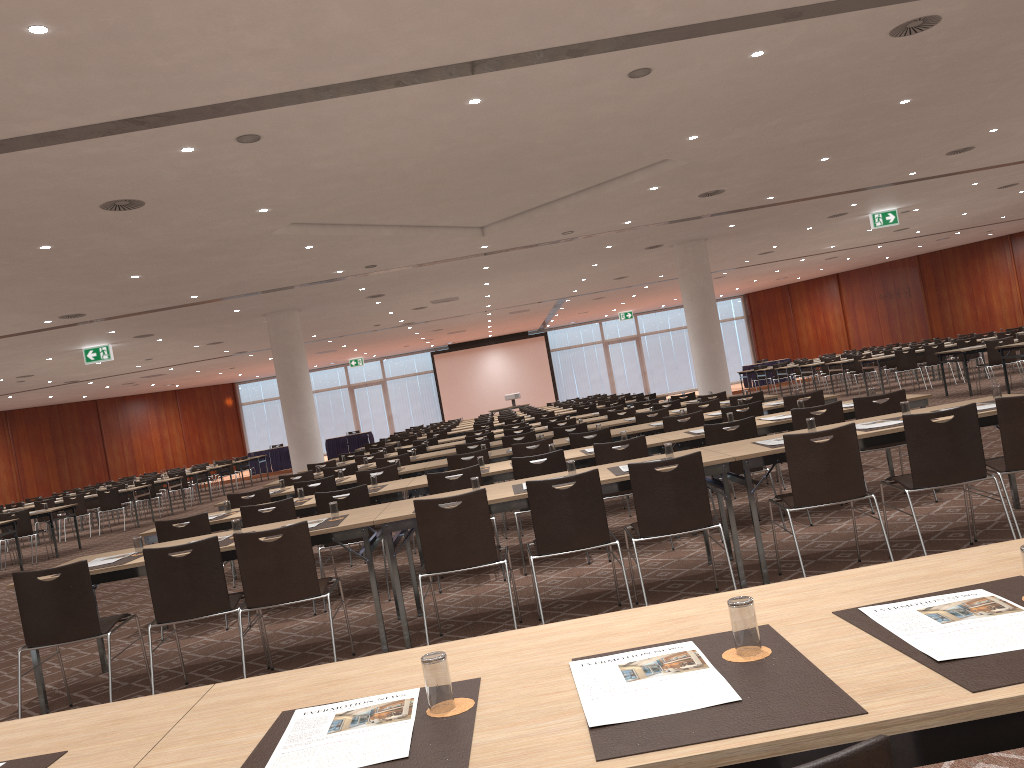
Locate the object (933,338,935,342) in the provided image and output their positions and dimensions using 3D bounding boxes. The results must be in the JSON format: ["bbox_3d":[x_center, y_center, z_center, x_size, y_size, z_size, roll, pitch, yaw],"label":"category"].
[{"bbox_3d":[11.258,-1.157,23.632,0.054,0.114,0.054,-10,0,-35],"label":"object"}]

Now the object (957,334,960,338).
[{"bbox_3d":[11.915,-1.271,23.651,0.054,0.114,0.054,-10,0,-35],"label":"object"}]

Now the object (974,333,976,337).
[{"bbox_3d":[11.311,-1.185,21.648,0.054,0.114,0.054,-10,0,33],"label":"object"}]

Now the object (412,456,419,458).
[{"bbox_3d":[-1.284,0.977,11.880,0.102,0.001,0.102,-10,-1,-12],"label":"object"}]

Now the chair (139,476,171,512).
[{"bbox_3d":[-9.137,2.826,22.588,0.535,0.939,0.614,-10,0,-4],"label":"chair"}]

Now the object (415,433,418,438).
[{"bbox_3d":[-2.097,1.134,19.376,0.054,0.114,0.054,-10,0,33],"label":"object"}]

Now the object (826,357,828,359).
[{"bbox_3d":[8.392,-0.656,23.576,0.054,0.114,0.054,-10,0,-12],"label":"object"}]

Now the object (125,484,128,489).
[{"bbox_3d":[-8.357,2.227,19.236,0.054,0.114,0.054,-10,0,-35],"label":"object"}]

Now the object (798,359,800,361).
[{"bbox_3d":[8.946,-0.714,27.591,0.054,0.114,0.054,-10,0,-12],"label":"object"}]

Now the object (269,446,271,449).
[{"bbox_3d":[-8.888,2.321,32.587,0.054,0.114,0.054,-10,0,10],"label":"object"}]

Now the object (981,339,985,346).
[{"bbox_3d":[8.546,-0.757,16.092,0.054,0.114,0.054,-10,0,-12],"label":"object"}]

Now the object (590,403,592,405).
[{"bbox_3d":[1.741,0.465,19.449,0.054,0.114,0.054,-10,0,33],"label":"object"}]

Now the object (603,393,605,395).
[{"bbox_3d":[2.855,0.349,27.477,0.054,0.114,0.054,-10,0,-35],"label":"object"}]

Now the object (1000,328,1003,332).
[{"bbox_3d":[11.954,-1.298,21.646,0.054,0.114,0.054,-10,0,33],"label":"object"}]

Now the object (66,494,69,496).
[{"bbox_3d":[-9.627,2.448,19.225,0.054,0.114,0.054,-10,0,-35],"label":"object"}]

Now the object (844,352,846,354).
[{"bbox_3d":[9.628,-0.852,25.604,0.054,0.114,0.054,-10,0,-12],"label":"object"}]

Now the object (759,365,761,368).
[{"bbox_3d":[8.268,-0.575,29.585,0.054,0.114,0.054,-10,0,-12],"label":"object"}]

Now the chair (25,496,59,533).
[{"bbox_3d":[-12.071,3.339,22.669,0.535,0.939,0.614,-10,0,0],"label":"chair"}]

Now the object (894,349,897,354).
[{"bbox_3d":[8.469,-0.709,19.583,0.054,0.114,0.054,-10,0,-35],"label":"object"}]

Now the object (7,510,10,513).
[{"bbox_3d":[-8.926,2.291,15.729,0.054,0.114,0.054,-10,0,-12],"label":"object"}]

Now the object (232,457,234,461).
[{"bbox_3d":[-9.181,2.469,29.225,0.054,0.114,0.054,-10,0,-12],"label":"object"}]

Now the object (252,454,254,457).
[{"bbox_3d":[-8.548,2.359,29.241,0.054,0.114,0.054,-10,0,-12],"label":"object"}]

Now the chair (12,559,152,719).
[{"bbox_3d":[-2.583,1.510,5.264,0.535,0.939,0.614,-10,0,-1],"label":"chair"}]

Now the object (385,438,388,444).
[{"bbox_3d":[-2.740,1.247,19.364,0.054,0.114,0.054,-10,0,-35],"label":"object"}]

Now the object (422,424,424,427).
[{"bbox_3d":[-2.939,1.380,29.348,0.054,0.114,0.054,-10,0,-35],"label":"object"}]

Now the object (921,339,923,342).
[{"bbox_3d":[11.870,-1.244,25.652,0.054,0.114,0.054,-10,0,-35],"label":"object"}]

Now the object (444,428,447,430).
[{"bbox_3d":[-1.453,1.022,19.375,0.054,0.114,0.054,-10,0,33],"label":"object"}]

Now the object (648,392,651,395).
[{"bbox_3d":[3.022,0.241,19.465,0.054,0.114,0.054,-10,0,-35],"label":"object"}]

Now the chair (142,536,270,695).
[{"bbox_3d":[-1.858,1.384,5.314,0.535,0.939,0.614,-10,0,-4],"label":"chair"}]

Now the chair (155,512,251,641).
[{"bbox_3d":[-2.582,1.530,7.299,0.535,0.939,0.614,-10,0,0],"label":"chair"}]

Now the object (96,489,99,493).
[{"bbox_3d":[-8.985,2.336,19.235,0.054,0.114,0.054,-10,0,-35],"label":"object"}]

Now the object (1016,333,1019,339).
[{"bbox_3d":[9.181,-0.868,16.093,0.054,0.114,0.054,-10,0,-12],"label":"object"}]

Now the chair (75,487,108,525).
[{"bbox_3d":[-10.733,3.104,22.556,0.535,0.939,0.614,-10,0,-4],"label":"chair"}]

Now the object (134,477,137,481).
[{"bbox_3d":[-10.705,2.695,25.191,0.054,0.114,0.054,-10,0,-35],"label":"object"}]

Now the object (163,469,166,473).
[{"bbox_3d":[-11.429,2.861,29.173,0.054,0.114,0.054,-10,0,-35],"label":"object"}]

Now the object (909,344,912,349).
[{"bbox_3d":[9.713,-0.906,21.611,0.054,0.114,0.054,-10,0,-35],"label":"object"}]

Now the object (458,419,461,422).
[{"bbox_3d":[-1.619,1.130,27.383,0.054,0.114,0.054,-10,0,33],"label":"object"}]

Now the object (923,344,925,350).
[{"bbox_3d":[9.107,-0.821,19.593,0.054,0.114,0.054,-10,0,-35],"label":"object"}]

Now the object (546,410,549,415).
[{"bbox_3d":[0.778,0.633,19.424,0.054,0.114,0.054,-10,0,-35],"label":"object"}]

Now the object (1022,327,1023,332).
[{"bbox_3d":[11.348,-1.211,19.648,0.054,0.114,0.054,-10,0,33],"label":"object"}]

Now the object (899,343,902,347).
[{"bbox_3d":[11.223,-1.131,25.630,0.054,0.114,0.054,-10,0,-35],"label":"object"}]

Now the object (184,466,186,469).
[{"bbox_3d":[-10.778,2.748,29.194,0.054,0.114,0.054,-10,0,-35],"label":"object"}]

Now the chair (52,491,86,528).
[{"bbox_3d":[-11.354,3.214,22.625,0.535,0.939,0.614,-10,0,1],"label":"chair"}]

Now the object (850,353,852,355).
[{"bbox_3d":[9.036,-0.769,23.598,0.054,0.114,0.054,-10,0,-12],"label":"object"}]

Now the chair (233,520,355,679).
[{"bbox_3d":[-1.322,1.290,5.290,0.535,0.939,0.614,-10,0,-2],"label":"chair"}]

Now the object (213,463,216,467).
[{"bbox_3d":[-8.463,2.304,25.240,0.054,0.114,0.054,-10,0,-12],"label":"object"}]

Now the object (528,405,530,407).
[{"bbox_3d":[0.575,0.767,29.431,0.054,0.114,0.054,-10,0,33],"label":"object"}]

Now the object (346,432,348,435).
[{"bbox_3d":[-6.087,1.833,32.644,0.054,0.114,0.054,-10,0,10],"label":"object"}]

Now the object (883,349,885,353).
[{"bbox_3d":[9.072,-0.795,21.600,0.054,0.114,0.054,-10,0,-35],"label":"object"}]

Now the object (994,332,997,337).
[{"bbox_3d":[10.706,-1.099,19.637,0.054,0.114,0.054,-10,0,33],"label":"object"}]

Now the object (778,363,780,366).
[{"bbox_3d":[8.310,-0.603,27.583,0.054,0.114,0.054,-10,0,-12],"label":"object"}]

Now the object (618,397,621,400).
[{"bbox_3d":[2.369,0.355,19.457,0.054,0.114,0.054,-10,0,33],"label":"object"}]

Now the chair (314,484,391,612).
[{"bbox_3d":[-1.303,1.307,7.325,0.535,0.939,0.614,-10,0,0],"label":"chair"}]

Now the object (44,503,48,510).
[{"bbox_3d":[-8.272,2.177,15.739,0.054,0.114,0.054,-10,0,-12],"label":"object"}]

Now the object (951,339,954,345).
[{"bbox_3d":[9.748,-0.932,19.617,0.054,0.114,0.054,-10,0,-35],"label":"object"}]

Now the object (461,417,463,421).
[{"bbox_3d":[-1.649,1.155,29.384,0.054,0.114,0.054,-10,0,33],"label":"object"}]

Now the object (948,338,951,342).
[{"bbox_3d":[10.673,-1.074,21.636,0.054,0.114,0.054,-10,0,33],"label":"object"}]

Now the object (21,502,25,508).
[{"bbox_3d":[-10.585,2.616,19.205,0.054,0.114,0.054,-10,0,33],"label":"object"}]

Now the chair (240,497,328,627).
[{"bbox_3d":[-1.894,1.410,7.279,0.535,0.939,0.614,-10,0,-2],"label":"chair"}]
